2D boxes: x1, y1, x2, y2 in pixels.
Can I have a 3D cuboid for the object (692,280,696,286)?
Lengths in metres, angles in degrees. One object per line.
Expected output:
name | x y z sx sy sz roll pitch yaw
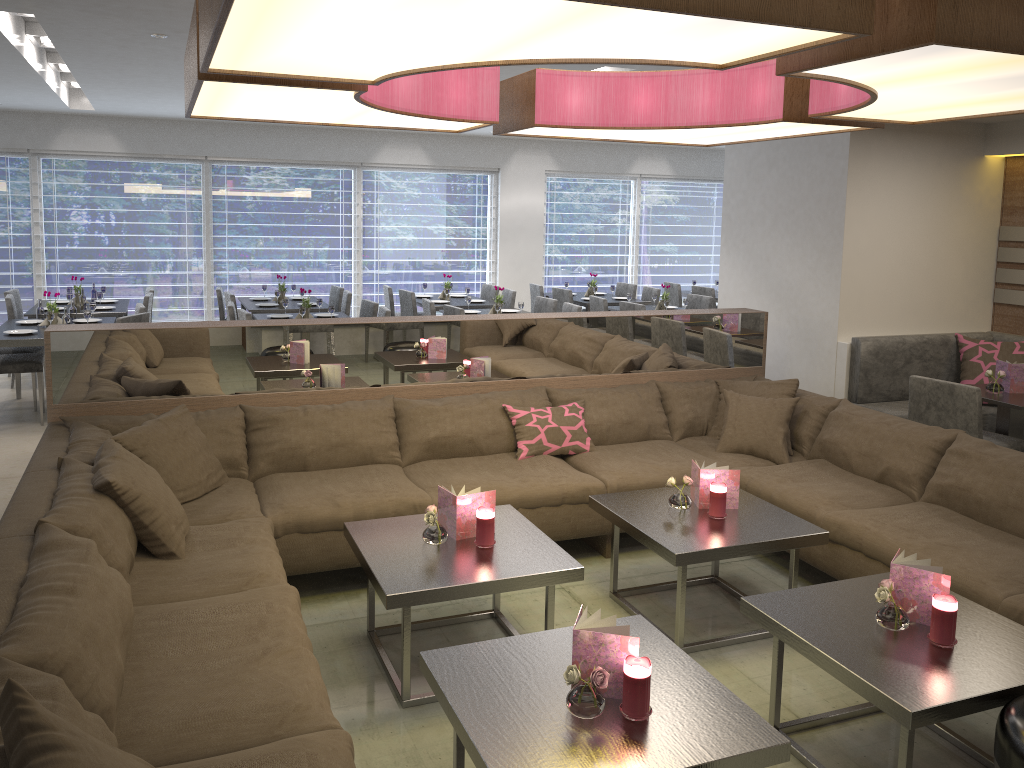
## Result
object | 2.265 -1.224 10.996 0.053 0.138 0.054 5 8 26

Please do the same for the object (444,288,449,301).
object | -0.671 -0.918 9.093 0.053 0.138 0.054 4 8 20

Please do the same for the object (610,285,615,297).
object | 1.122 -1.028 9.860 0.053 0.138 0.054 5 8 26

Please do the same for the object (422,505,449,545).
object | -0.269 0.486 3.056 0.101 0.128 0.096 -5 10 -38

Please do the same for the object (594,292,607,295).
object | 0.995 -1.049 10.273 0.218 0.015 0.218 -9 15 -43

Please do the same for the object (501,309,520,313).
object | -0.031 -0.678 8.240 0.217 0.015 0.219 6 12 24

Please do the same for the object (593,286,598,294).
object | 0.916 -1.007 9.727 0.053 0.138 0.054 5 8 26

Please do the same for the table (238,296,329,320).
table | -2.245 -0.489 8.714 0.778 0.628 1.201 -2 11 -22

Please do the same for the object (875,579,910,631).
object | 1.074 0.623 2.494 0.095 0.128 0.107 5 9 28

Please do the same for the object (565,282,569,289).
object | 0.637 -1.121 10.284 0.053 0.138 0.054 5 8 26

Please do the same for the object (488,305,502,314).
object | -0.151 -0.668 7.954 0.070 0.099 0.204 7 12 37

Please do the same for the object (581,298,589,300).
object | 0.853 -0.920 9.590 0.218 0.015 0.218 -9 15 -43

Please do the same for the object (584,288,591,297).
object | 0.875 -1.039 9.988 0.070 0.099 0.204 7 12 37

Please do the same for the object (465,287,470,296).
object | -0.465 -0.940 9.226 0.053 0.138 0.054 4 8 20

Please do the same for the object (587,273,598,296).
object | 0.905 -1.114 9.920 0.104 0.274 0.156 -2 8 -24

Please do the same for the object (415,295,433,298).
object | -0.951 -0.940 9.496 0.217 0.015 0.219 -3 12 -22

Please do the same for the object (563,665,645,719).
object | 0.214 0.697 2.025 0.193 0.124 0.096 3 8 10

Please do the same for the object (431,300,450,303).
object | -0.734 -0.831 8.957 0.217 0.015 0.219 -3 12 -22

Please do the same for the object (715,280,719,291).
object | 2.559 -1.228 11.051 0.053 0.138 0.054 5 8 26

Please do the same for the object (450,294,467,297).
object | -0.593 -0.960 9.639 0.217 0.015 0.219 -3 12 -22

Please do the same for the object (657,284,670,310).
object | 1.467 -0.832 8.520 0.104 0.274 0.156 -2 8 -24

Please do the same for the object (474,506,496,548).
object | -0.092 0.491 3.043 0.076 0.127 0.076 8 10 40

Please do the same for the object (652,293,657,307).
object | 1.447 -0.853 8.988 0.053 0.138 0.054 5 8 26

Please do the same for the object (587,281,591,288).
object | 0.908 -1.136 10.392 0.053 0.138 0.054 5 8 26

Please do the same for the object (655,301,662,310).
object | 1.437 -0.757 8.588 0.070 0.099 0.204 7 12 37

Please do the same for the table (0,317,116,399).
table | -3.407 -0.110 6.626 0.778 0.628 1.201 -2 11 -22

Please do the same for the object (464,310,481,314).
object | -0.389 -0.658 8.097 0.217 0.015 0.219 -3 12 -22

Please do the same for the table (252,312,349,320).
table | -1.682 -0.207 7.314 0.778 0.628 1.201 -2 11 -22

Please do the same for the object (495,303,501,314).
object | -0.125 -0.636 7.692 0.053 0.138 0.054 5 8 26

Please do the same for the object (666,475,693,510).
object | 0.659 0.422 3.478 0.102 0.131 0.092 7 10 33

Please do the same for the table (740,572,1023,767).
table | 1.113 0.891 2.514 0.658 0.408 0.664 -3 10 -22

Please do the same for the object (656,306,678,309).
object | 1.557 -0.767 8.873 0.218 0.015 0.218 -8 14 -41

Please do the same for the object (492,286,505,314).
object | -0.121 -0.743 7.887 0.104 0.274 0.156 -2 8 -24

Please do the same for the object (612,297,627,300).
object | 1.211 -0.940 9.733 0.218 0.015 0.218 -9 15 -43

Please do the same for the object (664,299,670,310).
object | 1.456 -0.725 8.323 0.053 0.138 0.054 5 8 26

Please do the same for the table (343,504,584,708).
table | -0.195 0.754 3.081 0.658 0.408 0.664 -3 10 -22

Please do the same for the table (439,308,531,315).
table | -0.110 -0.295 7.942 0.778 0.628 1.201 -2 11 -22

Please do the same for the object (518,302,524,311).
object | 0.080 -0.658 7.825 0.053 0.138 0.054 5 8 26

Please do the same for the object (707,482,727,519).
object | 0.788 0.444 3.383 0.076 0.127 0.076 8 10 40

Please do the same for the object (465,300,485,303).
object | -0.376 -0.851 9.100 0.217 0.015 0.219 -3 12 -22

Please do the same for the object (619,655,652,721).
object | 0.286 0.695 2.028 0.076 0.127 0.076 6 9 30

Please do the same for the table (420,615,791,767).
table | 0.182 0.943 2.143 0.658 0.408 0.664 -3 10 -22

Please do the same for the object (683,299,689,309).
object | 1.661 -0.746 8.456 0.053 0.138 0.054 5 8 26

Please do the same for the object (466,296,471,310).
object | -0.405 -0.750 8.249 0.053 0.138 0.054 4 8 20

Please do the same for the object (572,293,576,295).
object | 0.636 -1.029 10.130 0.218 0.015 0.218 -9 15 -43

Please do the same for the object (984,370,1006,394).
object | 2.571 -0.013 4.703 0.107 0.124 0.095 4 9 21

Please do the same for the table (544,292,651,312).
table | 0.915 -0.666 9.975 0.778 0.628 1.201 -2 11 -22

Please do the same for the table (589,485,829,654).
table | 0.736 0.702 3.452 0.658 0.408 0.664 -3 10 -22

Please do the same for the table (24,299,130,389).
table | -3.911 -0.395 8.049 0.778 0.628 1.201 -2 11 -22

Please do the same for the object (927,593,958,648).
object | 1.174 0.641 2.404 0.076 0.127 0.076 6 9 30

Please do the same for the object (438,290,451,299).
object | -0.714 -0.950 9.354 0.070 0.099 0.204 7 12 37

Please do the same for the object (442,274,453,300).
object | -0.684 -1.025 9.286 0.104 0.274 0.156 -2 8 -24

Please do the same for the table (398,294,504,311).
table | -0.673 -0.577 9.341 0.778 0.628 1.201 -2 11 -22

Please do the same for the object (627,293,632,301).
object | 1.176 -0.838 8.880 0.053 0.138 0.054 5 8 26
